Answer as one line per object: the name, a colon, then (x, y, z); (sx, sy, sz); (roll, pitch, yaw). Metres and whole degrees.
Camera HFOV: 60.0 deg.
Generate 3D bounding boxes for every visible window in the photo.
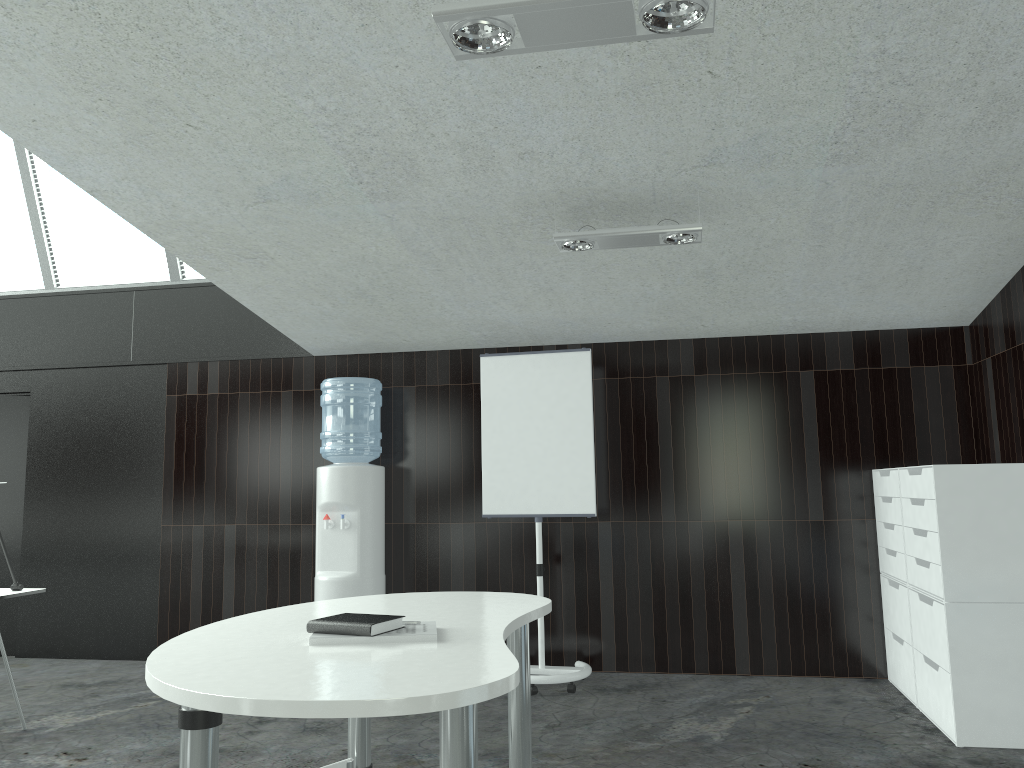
window: (-7.791, -2.127, 6.896); (12.775, 3.101, 1.144); (-2, -8, 11)

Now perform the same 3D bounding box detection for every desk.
desk: (-2.655, 1.109, 3.880); (0.700, 1.321, 0.900); (-2, -8, 11)
desk: (-0.377, 1.114, 2.273); (0.910, 0.818, 1.600); (-2, -7, 6)

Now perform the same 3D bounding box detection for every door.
door: (-3.864, 1.076, 6.181); (0.940, 2.020, 0.365); (-2, -8, 11)

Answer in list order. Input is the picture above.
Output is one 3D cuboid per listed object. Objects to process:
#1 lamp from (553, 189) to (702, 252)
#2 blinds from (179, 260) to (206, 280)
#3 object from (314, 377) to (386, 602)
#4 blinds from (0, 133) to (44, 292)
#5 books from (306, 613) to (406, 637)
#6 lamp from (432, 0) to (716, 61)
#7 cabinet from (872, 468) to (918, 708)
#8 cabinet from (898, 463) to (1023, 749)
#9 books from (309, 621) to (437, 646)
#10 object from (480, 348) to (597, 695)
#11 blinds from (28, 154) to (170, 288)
lamp: (0.454, -2.432, 3.926); (0.600, 3.595, 0.212); (-2, -8, 11)
blinds: (-1.976, -2.362, 5.743); (0.889, 2.982, 1.106); (-2, -8, 11)
object: (-0.980, 0.951, 5.389); (0.436, 1.967, 0.436); (-1, -7, 1)
blinds: (-3.916, -2.262, 6.120); (0.889, 2.949, 1.094); (-2, -8, 11)
books: (-0.379, 0.654, 2.173); (0.183, 0.032, 0.164); (-4, -8, 24)
lamp: (0.111, -2.652, 2.187); (0.600, 3.595, 0.212); (-2, -8, 11)
cabinet: (2.300, 1.135, 4.628); (0.587, 1.292, 0.639); (-2, -8, 11)
cabinet: (2.175, 1.055, 3.998); (0.587, 1.292, 0.639); (-2, -8, 11)
books: (-0.335, 0.680, 2.184); (0.297, 0.021, 0.210); (0, -7, -6)
object: (0.157, 0.827, 5.078); (0.553, 2.091, 0.560); (3, -8, -25)
blinds: (-2.947, -2.321, 5.930); (0.889, 2.982, 1.106); (-2, -8, 11)
